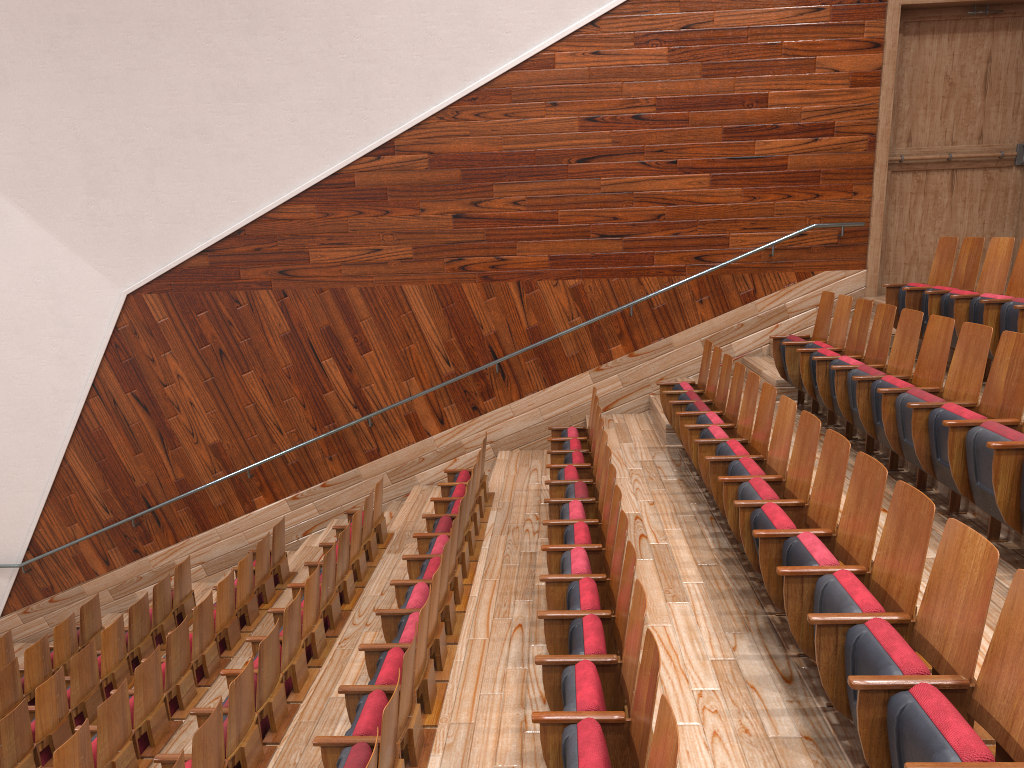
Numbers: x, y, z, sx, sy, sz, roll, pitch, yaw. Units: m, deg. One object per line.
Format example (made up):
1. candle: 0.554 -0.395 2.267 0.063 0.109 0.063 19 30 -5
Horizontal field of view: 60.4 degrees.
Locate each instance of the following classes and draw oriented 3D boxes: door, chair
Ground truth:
1. door: 0.373 -0.196 0.737 0.140 0.248 0.023 -1 16 3
2. chair: -0.105 0.189 0.130 0.770 0.385 1.148 -1 10 3
